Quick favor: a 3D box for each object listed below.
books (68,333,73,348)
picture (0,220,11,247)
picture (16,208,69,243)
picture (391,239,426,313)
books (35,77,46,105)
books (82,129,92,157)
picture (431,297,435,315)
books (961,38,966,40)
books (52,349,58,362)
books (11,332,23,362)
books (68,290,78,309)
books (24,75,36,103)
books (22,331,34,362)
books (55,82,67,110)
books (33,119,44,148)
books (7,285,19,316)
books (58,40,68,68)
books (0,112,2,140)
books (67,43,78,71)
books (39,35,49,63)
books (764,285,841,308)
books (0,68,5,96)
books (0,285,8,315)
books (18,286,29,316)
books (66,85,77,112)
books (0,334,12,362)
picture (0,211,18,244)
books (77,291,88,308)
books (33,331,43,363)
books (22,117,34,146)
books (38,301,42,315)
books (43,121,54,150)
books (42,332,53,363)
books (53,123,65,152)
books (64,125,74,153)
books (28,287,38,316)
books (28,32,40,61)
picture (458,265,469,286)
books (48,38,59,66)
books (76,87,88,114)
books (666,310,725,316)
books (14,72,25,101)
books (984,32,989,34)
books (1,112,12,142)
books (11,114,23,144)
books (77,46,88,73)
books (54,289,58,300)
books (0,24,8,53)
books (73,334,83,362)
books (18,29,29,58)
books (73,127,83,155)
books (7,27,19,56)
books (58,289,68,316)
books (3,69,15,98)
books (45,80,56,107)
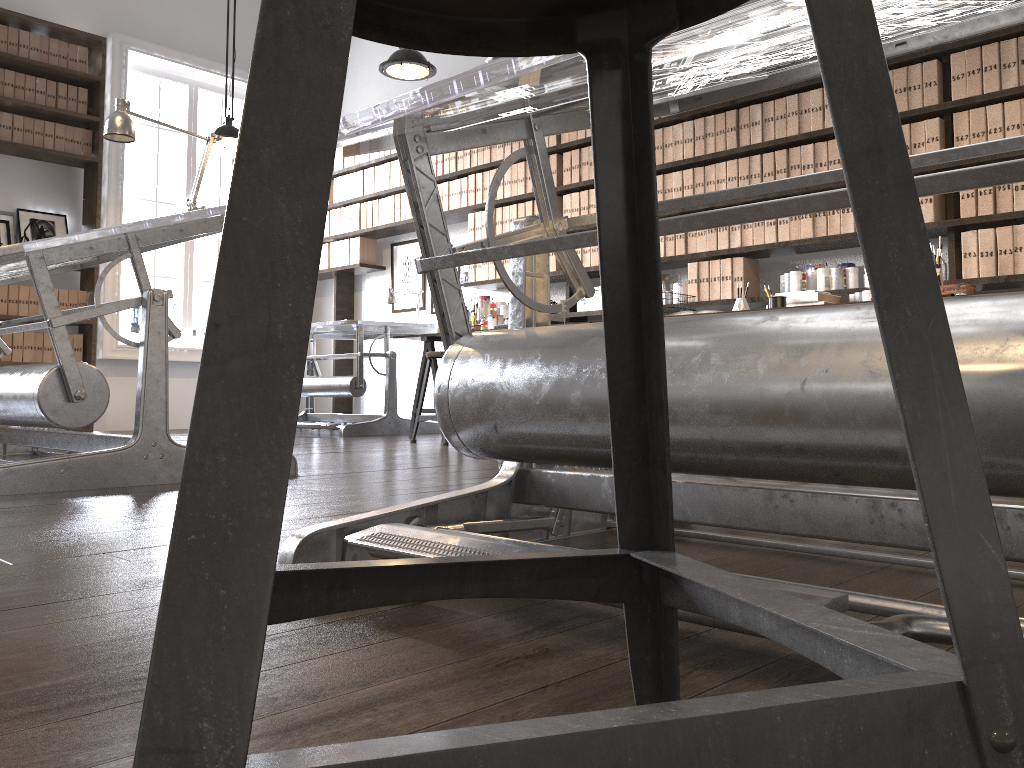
[{"bbox_3d":[-3.341,-0.262,6.599,0.174,0.226,0.066,-3,-4,44],"label":"books"},{"bbox_3d":[-3.725,-1.045,6.296,0.127,0.291,0.289,-3,-4,44],"label":"picture"},{"bbox_3d":[-3.475,-1.109,6.577,0.160,0.365,0.342,-3,-4,44],"label":"picture"},{"bbox_3d":[-0.836,-0.868,7.130,0.414,0.577,0.040,-3,-5,44],"label":"picture"},{"bbox_3d":[-3.510,-2.130,6.541,0.174,0.226,0.066,-3,-4,44],"label":"books"},{"bbox_3d":[-3.276,-1.813,6.766,0.174,0.226,0.066,-3,-4,44],"label":"books"},{"bbox_3d":[-0.537,-0.635,6.839,0.251,0.184,0.023,-2,-4,44],"label":"picture"},{"bbox_3d":[2.136,-1.675,4.090,0.066,0.226,0.174,-3,-4,44],"label":"books"},{"bbox_3d":[-3.390,-0.263,6.548,0.174,0.226,0.066,-3,-4,44],"label":"books"},{"bbox_3d":[-3.574,-0.266,6.351,0.174,0.226,0.067,-3,-4,44],"label":"books"},{"bbox_3d":[-3.323,-0.584,6.640,0.174,0.226,0.066,-3,-4,44],"label":"books"},{"bbox_3d":[-3.562,-2.131,6.493,0.174,0.226,0.066,-3,-4,44],"label":"books"},{"bbox_3d":[-3.525,-0.265,6.405,0.174,0.226,0.066,-3,-4,44],"label":"books"},{"bbox_3d":[-3.408,-2.128,6.645,0.174,0.226,0.067,-3,-4,44],"label":"books"},{"bbox_3d":[-3.515,-1.818,6.522,0.174,0.226,0.066,-3,-4,44],"label":"books"},{"bbox_3d":[-3.603,-0.589,6.349,0.174,0.226,0.066,-3,-4,44],"label":"books"},{"bbox_3d":[-3.412,-2.447,6.668,0.174,0.226,0.066,-3,-4,44],"label":"books"},{"bbox_3d":[-3.705,-1.821,6.323,0.174,0.226,0.066,-3,-4,44],"label":"books"},{"bbox_3d":[-3.363,-2.446,6.719,0.174,0.226,0.066,-3,-4,44],"label":"books"},{"bbox_3d":[-3.505,-2.449,6.571,0.174,0.226,0.066,-3,-4,44],"label":"books"},{"bbox_3d":[1.390,-0.402,4.282,0.294,0.148,0.385,-1,-2,44],"label":"books"},{"bbox_3d":[-3.704,-2.133,6.345,0.174,0.226,0.066,-3,-4,44],"label":"books"},{"bbox_3d":[-3.653,-0.590,6.299,0.174,0.226,0.066,-3,-4,44],"label":"books"},{"bbox_3d":[-3.552,-0.589,6.394,0.174,0.226,0.067,-3,-4,44],"label":"books"},{"bbox_3d":[-3.360,-2.127,6.702,0.174,0.226,0.066,-3,-4,44],"label":"books"},{"bbox_3d":[-3.626,-0.267,6.304,0.174,0.226,0.066,-3,-4,44],"label":"books"},{"bbox_3d":[-3.763,-1.079,6.319,0.095,0.362,0.433,-3,-4,44],"label":"picture"},{"bbox_3d":[-3.273,-0.584,6.681,0.174,0.226,0.067,-3,-4,44],"label":"books"},{"bbox_3d":[-3.483,-0.265,6.451,0.174,0.226,0.066,-3,-4,44],"label":"books"},{"bbox_3d":[-3.563,-1.818,6.471,0.174,0.226,0.066,-3,-4,44],"label":"books"},{"bbox_3d":[-3.464,-0.587,6.489,0.174,0.226,0.066,-3,-4,44],"label":"books"},{"bbox_3d":[-3.464,-1.817,6.570,0.174,0.226,0.066,-3,-4,44],"label":"books"},{"bbox_3d":[-3.433,-0.264,6.495,0.174,0.226,0.067,-3,-4,44],"label":"books"},{"bbox_3d":[-3.411,-1.816,6.619,0.174,0.226,0.066,-3,-4,44],"label":"books"},{"bbox_3d":[-3.365,-1.815,6.667,0.174,0.226,0.067,-3,-4,44],"label":"books"},{"bbox_3d":[-3.509,-0.588,6.445,0.174,0.226,0.066,-3,-4,44],"label":"books"},{"bbox_3d":[-3.547,-2.449,6.525,0.174,0.226,0.066,-3,-4,44],"label":"books"},{"bbox_3d":[-0.316,-0.830,6.638,0.251,0.184,0.023,-2,-4,44],"label":"picture"},{"bbox_3d":[-3.455,-2.448,6.616,0.174,0.226,0.067,-3,-4,44],"label":"books"},{"bbox_3d":[-3.305,-2.126,6.755,0.174,0.226,0.066,-3,-4,44],"label":"books"},{"bbox_3d":[0.982,-0.345,4.427,0.354,0.029,0.256,-1,-1,44],"label":"books"},{"bbox_3d":[-3.611,-2.132,6.442,0.174,0.226,0.066,-3,-4,44],"label":"books"},{"bbox_3d":[2.188,-1.676,4.040,0.067,0.226,0.174,-3,-4,44],"label":"books"},{"bbox_3d":[-3.660,-1.820,6.367,0.174,0.226,0.066,-3,-4,44],"label":"books"},{"bbox_3d":[-3.609,-1.819,6.418,0.174,0.226,0.067,-3,-4,44],"label":"books"},{"bbox_3d":[-3.311,-2.445,6.767,0.174,0.226,0.066,-3,-4,44],"label":"books"},{"bbox_3d":[-3.417,-0.586,6.535,0.174,0.226,0.067,-3,-4,44],"label":"books"},{"bbox_3d":[-3.698,-2.452,6.376,0.174,0.226,0.066,-3,-4,44],"label":"books"},{"bbox_3d":[-3.289,-0.261,6.647,0.174,0.226,0.066,-3,-4,44],"label":"books"},{"bbox_3d":[-3.596,-2.450,6.472,0.174,0.226,0.067,-3,-4,44],"label":"books"},{"bbox_3d":[-3.324,-1.814,6.715,0.174,0.226,0.066,-3,-4,44],"label":"books"},{"bbox_3d":[-3.648,-2.451,6.424,0.174,0.226,0.066,-3,-4,44],"label":"books"},{"bbox_3d":[-3.371,-0.585,6.588,0.174,0.226,0.066,-3,-4,44],"label":"books"},{"bbox_3d":[-3.654,-2.132,6.390,0.174,0.226,0.067,-3,-4,44],"label":"books"},{"bbox_3d":[-3.464,-2.129,6.595,0.174,0.226,0.066,-3,-4,44],"label":"books"}]
